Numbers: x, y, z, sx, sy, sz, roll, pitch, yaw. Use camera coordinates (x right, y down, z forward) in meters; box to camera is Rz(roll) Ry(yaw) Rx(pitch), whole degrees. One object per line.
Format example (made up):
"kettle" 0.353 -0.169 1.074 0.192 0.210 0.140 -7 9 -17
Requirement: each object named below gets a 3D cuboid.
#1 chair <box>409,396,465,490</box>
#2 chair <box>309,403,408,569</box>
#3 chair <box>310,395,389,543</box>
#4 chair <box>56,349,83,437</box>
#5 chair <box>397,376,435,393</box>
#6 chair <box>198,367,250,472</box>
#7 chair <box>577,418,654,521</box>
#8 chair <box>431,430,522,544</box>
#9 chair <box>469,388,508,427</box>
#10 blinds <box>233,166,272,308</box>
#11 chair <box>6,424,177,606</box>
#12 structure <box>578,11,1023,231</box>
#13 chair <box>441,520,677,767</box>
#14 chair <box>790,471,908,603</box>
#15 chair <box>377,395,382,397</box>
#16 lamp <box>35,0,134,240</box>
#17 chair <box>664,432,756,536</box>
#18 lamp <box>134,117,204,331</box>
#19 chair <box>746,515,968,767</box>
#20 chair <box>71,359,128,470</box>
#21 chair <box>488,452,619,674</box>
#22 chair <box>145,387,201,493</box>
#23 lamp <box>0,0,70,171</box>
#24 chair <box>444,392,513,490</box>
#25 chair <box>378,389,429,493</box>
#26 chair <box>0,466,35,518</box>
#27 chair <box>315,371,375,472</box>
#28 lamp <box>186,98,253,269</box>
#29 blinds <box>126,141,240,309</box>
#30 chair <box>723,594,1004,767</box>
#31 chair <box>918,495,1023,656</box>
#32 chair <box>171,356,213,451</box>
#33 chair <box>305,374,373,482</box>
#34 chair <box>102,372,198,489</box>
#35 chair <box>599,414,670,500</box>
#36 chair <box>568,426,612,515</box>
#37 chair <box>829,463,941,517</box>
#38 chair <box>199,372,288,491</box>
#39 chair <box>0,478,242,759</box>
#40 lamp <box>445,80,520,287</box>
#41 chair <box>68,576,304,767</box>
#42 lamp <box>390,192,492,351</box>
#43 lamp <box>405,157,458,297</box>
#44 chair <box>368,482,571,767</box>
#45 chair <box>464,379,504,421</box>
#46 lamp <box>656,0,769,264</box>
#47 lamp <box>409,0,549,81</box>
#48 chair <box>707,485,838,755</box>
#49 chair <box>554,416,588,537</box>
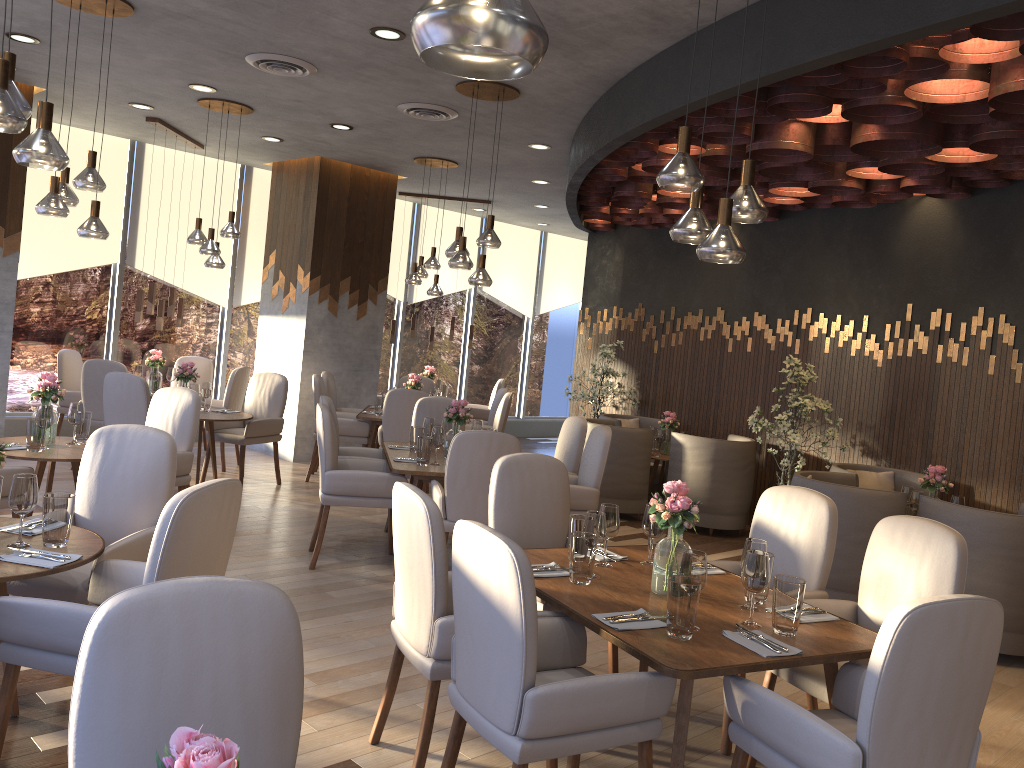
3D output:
"chair" -0.564 0.620 6.915 0.528 0.999 0.600 5 2 -14
"chair" -0.994 0.643 5.693 0.599 0.999 0.529 5 2 -14
"chair" -1.095 0.604 6.249 0.599 0.999 0.529 5 2 -8
"chair" -4.107 0.182 8.645 0.599 0.999 0.529 6 2 -1
"chair" -1.079 0.423 9.668 0.528 0.999 0.600 5 2 -7
"chair" -2.917 0.300 8.615 0.600 0.999 0.528 6 2 2
"chair" 0.852 0.772 8.155 0.595 0.837 0.776 5 2 -25
"chair" -0.221 0.741 5.283 0.528 0.999 0.600 5 2 -9
"chair" -0.389 0.517 9.170 0.599 0.999 0.529 5 2 -9
"blinds" -2.679 -2.194 10.628 1.172 2.679 0.007 4 2 -45
"chair" -1.714 0.686 3.585 0.528 0.999 0.600 6 2 9
"structure" 2.165 -1.619 5.568 2.753 0.556 9.470 5 3 -15
"chair" 0.106 0.913 2.660 0.599 0.999 0.529 5 2 -31
"chair" 2.048 1.022 5.662 0.595 0.837 0.775 5 2 -5
"chair" -1.722 0.280 11.166 0.599 0.999 0.529 6 2 -2
"lamp" -2.433 -1.503 5.011 0.439 1.325 0.440 4 2 -42
"chair" 1.813 0.883 7.833 0.773 0.837 0.596 4 2 -30
"lamp" -3.346 -1.483 8.628 0.118 1.930 1.162 6 2 0
"chair" 1.287 0.995 3.278 0.599 0.999 0.529 5 2 -25
"chair" -3.572 0.269 7.999 0.528 0.999 0.600 6 2 5
"chair" 0.171 0.849 3.961 0.527 0.999 0.601 5 2 -31
"chair" -2.335 0.519 5.566 0.529 0.999 0.599 6 2 27
"lamp" -1.654 -1.317 2.938 0.440 1.325 0.439 7 2 38
"chair" -0.337 0.552 8.603 0.599 0.999 0.529 6 2 -1
"chair" -0.950 0.523 8.019 0.528 0.999 0.600 6 2 -1
"chair" -2.876 0.522 4.539 0.529 0.999 0.599 6 2 26
"chair" -1.686 0.395 9.088 0.599 0.999 0.529 6 2 -1
"lamp" -2.415 -1.623 7.290 0.439 1.325 0.440 5 2 -37
"blinds" -3.568 -2.216 9.755 1.172 2.679 0.007 4 2 -45
"chair" 0.964 1.005 2.494 0.527 0.999 0.601 5 2 -25
"chair" 2.786 1.124 5.100 0.774 0.837 0.596 5 2 -10
"chair" -3.465 0.211 9.285 0.528 0.999 0.600 6 2 3
"chair" -1.655 0.428 8.524 0.599 0.999 0.529 5 2 -6
"chair" -2.812 0.407 6.808 0.529 0.999 0.599 6 2 22
"chair" 1.146 0.754 9.038 0.773 0.837 0.596 4 2 -35
"chair" 0.315 0.758 5.939 0.599 0.999 0.529 5 2 -8
"chair" 2.581 1.034 6.412 0.773 0.837 0.596 5 2 -15
"chair" -2.351 0.395 7.874 0.529 0.999 0.599 6 2 22
"chair" -1.248 0.770 2.857 0.600 0.999 0.528 6 2 11
"lamp" -0.229 -1.344 6.057 0.439 1.325 0.440 4 2 -39
"chair" -0.534 0.910 1.537 0.527 0.999 0.601 5 2 -31
"lamp" -0.929 -1.381 11.126 1.161 1.930 0.118 6 1 0
"lamp" -0.821 -1.551 8.838 0.440 1.325 0.439 6 2 31
"chair" -0.152 0.861 3.163 0.599 0.999 0.529 5 2 -25
"chair" -0.442 0.404 11.178 0.599 0.999 0.529 6 2 -2
"lamp" 0.762 -1.095 3.196 0.439 1.325 0.440 5 1 -6
"lamp" -0.088 -1.061 1.011 0.440 1.325 0.439 7 2 45
"chair" 1.009 0.941 3.773 0.599 0.999 0.529 4 2 -33
"chair" 0.192 0.716 6.495 0.599 0.999 0.529 5 2 -16
